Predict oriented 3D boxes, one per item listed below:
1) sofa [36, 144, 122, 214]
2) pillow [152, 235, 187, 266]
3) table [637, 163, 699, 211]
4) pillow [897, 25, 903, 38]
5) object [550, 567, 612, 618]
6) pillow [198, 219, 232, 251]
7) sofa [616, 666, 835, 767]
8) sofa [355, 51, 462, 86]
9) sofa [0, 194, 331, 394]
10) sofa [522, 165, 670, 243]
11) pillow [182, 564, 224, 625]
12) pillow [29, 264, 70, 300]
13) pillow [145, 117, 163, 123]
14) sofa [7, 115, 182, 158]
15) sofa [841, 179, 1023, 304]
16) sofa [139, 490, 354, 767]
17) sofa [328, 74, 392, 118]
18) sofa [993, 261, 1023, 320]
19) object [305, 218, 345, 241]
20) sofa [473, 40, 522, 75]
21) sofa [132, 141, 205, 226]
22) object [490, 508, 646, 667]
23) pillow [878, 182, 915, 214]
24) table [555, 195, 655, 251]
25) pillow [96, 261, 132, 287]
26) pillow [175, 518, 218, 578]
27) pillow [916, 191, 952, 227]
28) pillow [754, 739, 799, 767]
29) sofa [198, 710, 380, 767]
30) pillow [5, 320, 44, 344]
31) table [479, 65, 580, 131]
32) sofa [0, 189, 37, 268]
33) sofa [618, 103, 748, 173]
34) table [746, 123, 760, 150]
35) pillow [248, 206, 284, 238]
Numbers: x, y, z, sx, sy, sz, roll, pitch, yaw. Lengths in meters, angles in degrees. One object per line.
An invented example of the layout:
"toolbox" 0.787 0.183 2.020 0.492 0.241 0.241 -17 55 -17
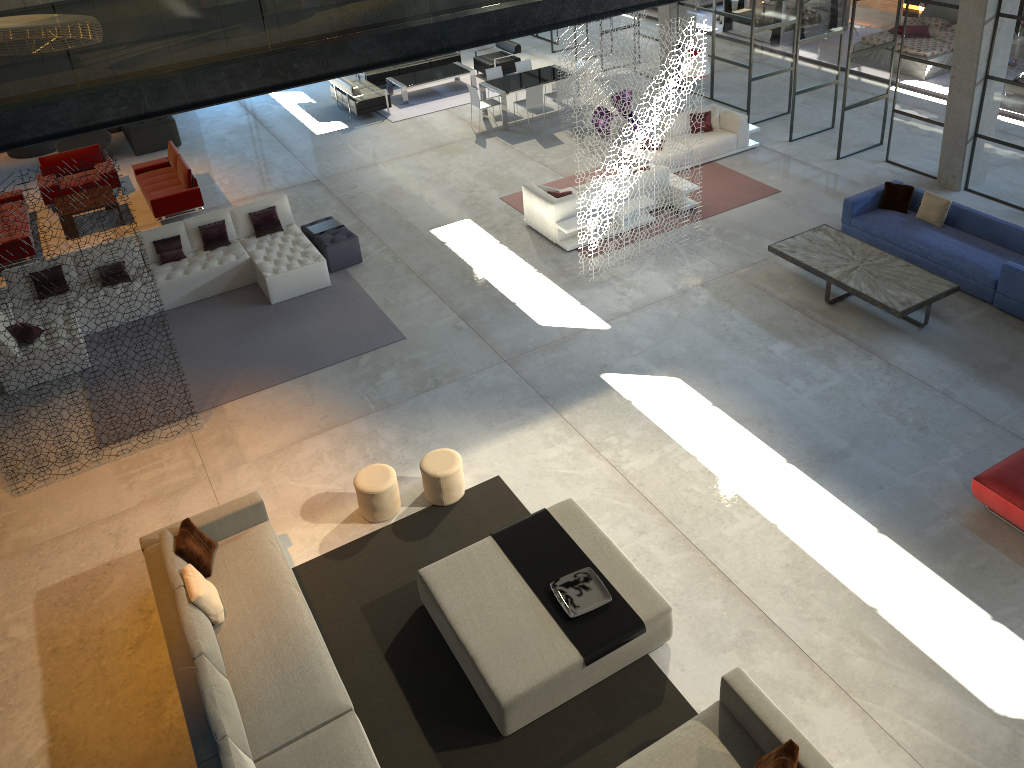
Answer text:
"sofa" -7.748 -3.692 15.650 1.306 0.766 0.854 -21 36 -23
"pillow" -4.813 -1.876 12.338 0.389 0.315 0.229 -19 34 -21
"table" 2.440 -3.102 13.849 0.305 0.347 1.259 -19 36 -21
"pillow" 8.380 -7.437 18.462 0.897 0.200 0.656 22 43 34
"object" 0.530 1.615 6.777 0.391 0.034 0.405 -19 37 -19
"pillow" -4.263 -2.128 12.584 0.413 0.354 0.201 -21 35 -23
"sofa" 0.805 2.756 5.197 2.377 0.680 1.102 -22 37 -23
"sofa" -2.443 -7.535 20.637 2.496 0.714 0.858 -22 36 -23
"sofa" -4.728 -1.383 11.838 4.224 0.820 1.910 -22 37 -23
"sofa" 1.295 -2.862 13.393 2.175 0.631 0.992 -22 37 -23
"pillow" -2.426 1.656 6.903 0.211 0.358 0.420 -20 35 -23
"pillow" -6.162 -1.352 11.706 0.408 0.359 0.206 -21 35 -24
"pillow" -7.326 -5.431 18.015 0.548 0.354 0.680 -8 33 -4
"sofa" -8.804 -5.239 18.235 3.246 0.536 2.958 -21 37 -22
"sofa" 5.613 -1.932 11.532 1.071 0.569 2.447 -20 37 -21
"sofa" -2.129 1.879 6.856 1.071 0.680 2.447 -20 37 -21
"sofa" -3.307 -6.313 18.960 0.834 0.713 1.730 -20 36 -21
"sofa" 6.752 -0.818 9.659 1.071 0.680 2.447 -20 37 -21
"object" -2.757 -2.286 12.947 0.530 0.094 0.313 -25 39 -27
"sofa" -0.341 -7.516 20.337 0.835 0.714 0.996 -20 36 -22
"sofa" -5.979 -3.508 15.154 0.830 0.766 2.058 -20 36 -21
"object" 0.405 1.550 7.005 0.544 0.082 1.543 -20 37 -21
"pillow" 5.310 -2.577 12.106 0.408 0.349 0.270 21 40 35
"table" 1.389 -2.364 12.905 1.597 0.348 0.314 -22 36 -23
"pillow" -5.436 -1.495 11.974 0.390 0.218 0.341 -21 36 -22
"pillow" -2.658 1.375 7.351 0.260 0.349 0.424 -8 33 -4
"pillow" 5.615 -2.326 11.693 0.210 0.358 0.421 -19 35 -21
"pillow" 1.560 2.385 5.331 0.265 0.349 0.415 19 40 34
"sofa" -0.987 3.024 5.035 1.071 0.680 2.447 -20 37 -21
"pillow" -5.980 -0.666 10.736 0.338 0.271 0.367 -6 33 -1
"table" 0.366 -5.820 17.766 1.834 0.713 0.943 -21 36 -23
"sofa" -8.236 -2.593 14.106 0.830 0.766 2.404 -20 36 -21
"sofa" 2.946 -4.194 15.129 2.184 0.630 0.986 -22 37 -23
"table" 3.993 -4.484 15.670 0.305 0.347 0.944 -19 36 -21
"pillow" -3.610 -2.377 12.884 0.421 0.324 0.246 -22 35 -24
